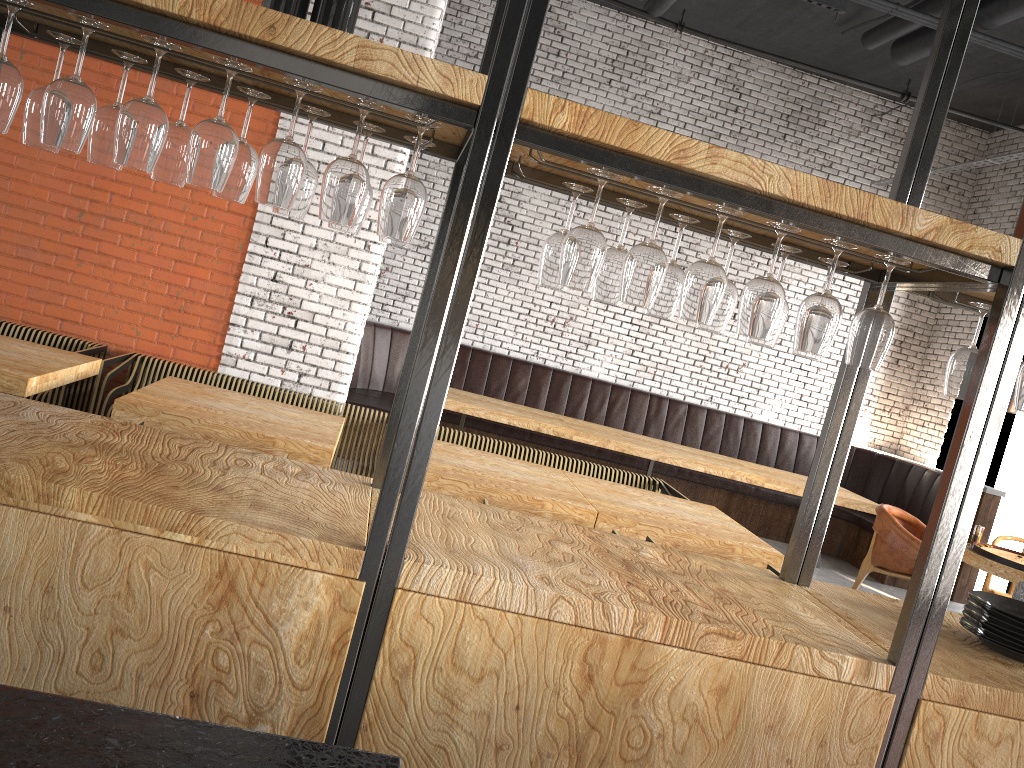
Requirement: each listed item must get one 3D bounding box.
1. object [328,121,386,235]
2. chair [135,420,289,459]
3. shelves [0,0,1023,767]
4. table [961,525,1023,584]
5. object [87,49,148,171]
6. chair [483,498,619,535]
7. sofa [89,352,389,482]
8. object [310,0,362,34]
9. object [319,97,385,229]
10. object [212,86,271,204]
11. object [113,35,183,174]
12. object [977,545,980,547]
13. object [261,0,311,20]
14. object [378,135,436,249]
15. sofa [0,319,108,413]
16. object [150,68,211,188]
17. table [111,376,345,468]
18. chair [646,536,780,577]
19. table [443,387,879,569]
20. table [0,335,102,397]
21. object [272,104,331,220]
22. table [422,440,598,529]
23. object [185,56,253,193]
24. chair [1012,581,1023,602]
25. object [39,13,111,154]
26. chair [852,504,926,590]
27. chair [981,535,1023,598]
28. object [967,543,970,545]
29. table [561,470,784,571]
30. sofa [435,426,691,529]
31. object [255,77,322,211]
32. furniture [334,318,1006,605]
[{"bbox_3d":[-0.387,-0.510,2.204,0.101,0.267,0.101,17,4,28],"label":"object"},{"bbox_3d":[-1.358,0.624,3.631,0.656,0.729,0.640,14,4,-10],"label":"chair"},{"bbox_3d":[0.652,-0.948,2.168,3.656,5.013,0.691,14,3,-9],"label":"shelves"},{"bbox_3d":[3.553,1.594,6.226,0.935,0.972,0.931,17,5,34],"label":"table"},{"bbox_3d":[-0.943,-0.651,2.116,0.100,0.267,0.101,11,5,-45],"label":"object"},{"bbox_3d":[0.115,0.996,3.876,0.656,0.729,0.639,14,4,-6],"label":"chair"},{"bbox_3d":[-1.628,0.397,5.561,1.804,0.729,0.641,14,4,-9],"label":"sofa"},{"bbox_3d":[-0.363,-0.957,1.982,0.098,0.470,0.098,18,5,43],"label":"object"},{"bbox_3d":[-0.349,-0.477,1.922,0.101,0.267,0.101,17,4,28],"label":"object"},{"bbox_3d":[-0.660,-0.579,2.161,0.100,0.267,0.101,11,5,-45],"label":"object"},{"bbox_3d":[-0.764,-0.582,1.856,0.100,0.267,0.101,11,5,-45],"label":"object"},{"bbox_3d":[3.376,1.177,6.436,0.032,0.010,0.032,19,6,42],"label":"object"},{"bbox_3d":[-0.466,-0.983,1.965,0.098,0.470,0.098,18,5,43],"label":"object"},{"bbox_3d":[-0.264,-0.479,2.224,0.101,0.267,0.101,17,4,28],"label":"object"},{"bbox_3d":[-3.506,-0.078,5.261,1.804,0.729,0.641,14,4,-9],"label":"sofa"},{"bbox_3d":[-0.802,-0.615,2.138,0.100,0.267,0.101,11,5,-45],"label":"object"},{"bbox_3d":[-1.471,0.500,4.574,0.996,0.762,1.002,14,4,-9],"label":"table"},{"bbox_3d":[0.902,1.194,4.015,0.656,0.729,0.640,14,4,-8],"label":"chair"},{"bbox_3d":[1.232,0.925,8.231,4.132,0.762,1.002,14,4,-9],"label":"table"},{"bbox_3d":[-2.788,0.166,4.381,0.996,0.762,1.002,14,4,-9],"label":"table"},{"bbox_3d":[-0.519,-0.544,2.183,0.100,0.267,0.101,11,5,-45],"label":"object"},{"bbox_3d":[-0.223,0.816,4.773,0.996,0.762,1.002,14,4,-9],"label":"table"},{"bbox_3d":[-0.622,-0.546,1.878,0.100,0.267,0.101,11,5,-45],"label":"object"},{"bbox_3d":[3.068,1.598,5.047,0.683,0.928,0.642,18,5,40],"label":"chair"},{"bbox_3d":[-0.905,-0.618,1.834,0.100,0.267,0.101,11,5,-45],"label":"object"},{"bbox_3d":[2.919,1.427,6.690,0.646,0.928,0.680,18,5,43],"label":"chair"},{"bbox_3d":[3.929,1.684,6.881,0.613,0.920,0.643,16,4,18],"label":"chair"},{"bbox_3d":[3.354,1.176,6.518,0.032,0.010,0.032,19,6,42],"label":"object"},{"bbox_3d":[0.738,1.059,4.926,0.996,0.762,1.002,14,4,-9],"label":"table"},{"bbox_3d":[0.150,0.847,5.844,1.804,0.729,0.641,14,4,-9],"label":"sofa"},{"bbox_3d":[-0.481,-0.511,1.901,0.100,0.267,0.101,11,5,-45],"label":"object"},{"bbox_3d":[1.202,0.661,8.917,6.758,1.149,1.921,14,4,-9],"label":"furniture"}]
